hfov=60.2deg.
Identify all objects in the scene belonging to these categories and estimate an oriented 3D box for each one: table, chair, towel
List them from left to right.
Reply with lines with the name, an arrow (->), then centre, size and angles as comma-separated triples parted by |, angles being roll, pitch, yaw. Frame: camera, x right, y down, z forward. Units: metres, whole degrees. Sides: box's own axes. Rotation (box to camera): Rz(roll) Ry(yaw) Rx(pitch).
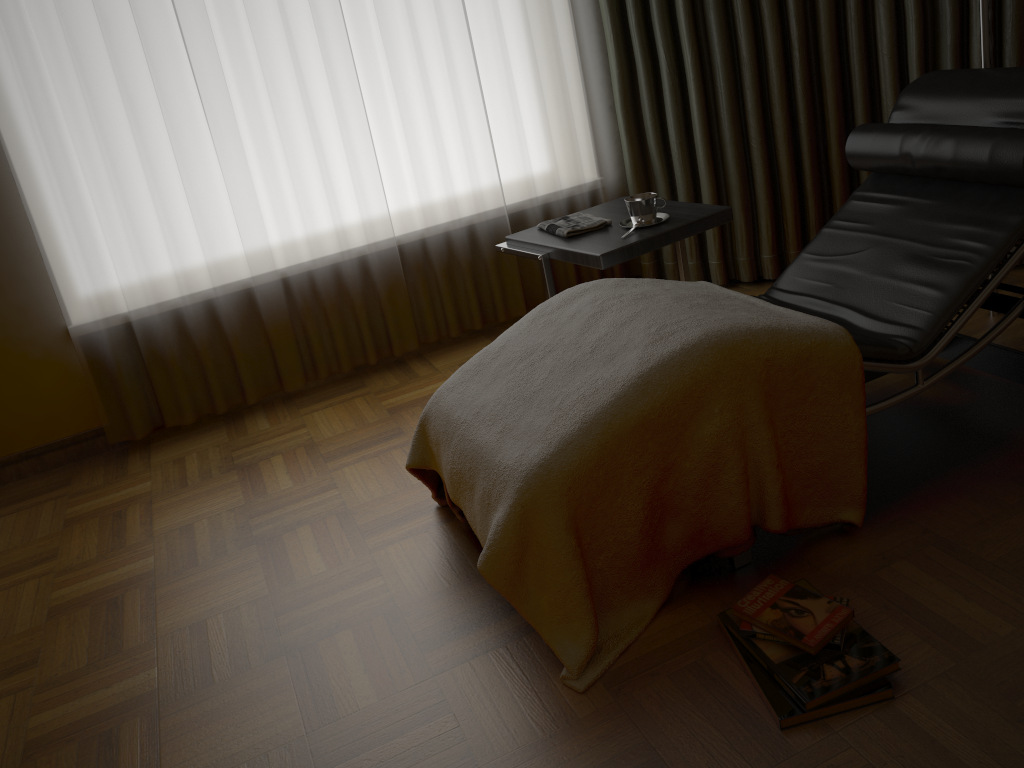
towel -> 0.197, -0.503, 2.779 | 0.180, 0.034, 0.246 | -17, 23, -14
table -> 0.321, -0.483, 2.750 | 0.506, 0.044, 0.525 | -23, 24, -25
chair -> 0.690, -0.214, 2.157 | 1.803, 0.777, 0.647 | -19, 21, -18

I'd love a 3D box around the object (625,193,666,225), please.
object -> 0.397, -0.524, 2.646 | 0.111, 0.076, 0.100 | -18, 21, -16

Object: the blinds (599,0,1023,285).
blinds -> 0.999, -1.556, 3.068 | 1.529, 2.389, 0.231 | -3, 20, 25

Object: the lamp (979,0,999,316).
lamp -> 0.808, -0.817, 2.155 | 1.424, 1.916, 0.460 | -17, 19, -15

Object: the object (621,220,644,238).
object -> 0.348, -0.452, 2.572 | 0.029, 0.019, 0.126 | 5, 27, 37

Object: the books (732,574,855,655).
books -> 0.505, 0.411, 1.594 | 0.125, 0.017, 0.174 | -26, 26, -31

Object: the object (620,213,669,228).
object -> 0.398, -0.489, 2.655 | 0.151, 0.009, 0.153 | -17, 22, -12

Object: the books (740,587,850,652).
books -> 0.514, 0.425, 1.604 | 0.173, 0.017, 0.127 | 1, 25, 28

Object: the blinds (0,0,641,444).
blinds -> -0.641, -1.162, 3.104 | 2.214, 2.232, 0.094 | -19, 19, -18

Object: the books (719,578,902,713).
books -> 0.522, 0.456, 1.575 | 0.190, 0.019, 0.270 | -17, 23, -13

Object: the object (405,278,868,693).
object -> 0.235, 0.085, 2.051 | 0.916, 0.507, 0.935 | -19, 22, -17

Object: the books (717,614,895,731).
books -> 0.511, 0.480, 1.574 | 0.200, 0.022, 0.288 | -13, 22, -4
